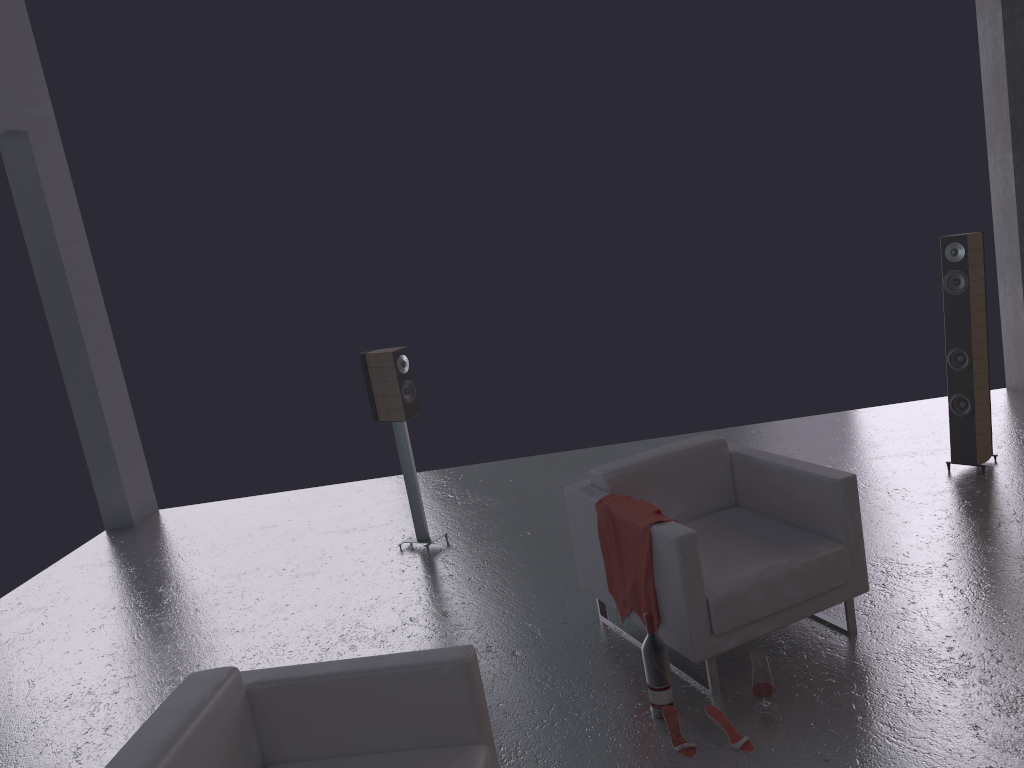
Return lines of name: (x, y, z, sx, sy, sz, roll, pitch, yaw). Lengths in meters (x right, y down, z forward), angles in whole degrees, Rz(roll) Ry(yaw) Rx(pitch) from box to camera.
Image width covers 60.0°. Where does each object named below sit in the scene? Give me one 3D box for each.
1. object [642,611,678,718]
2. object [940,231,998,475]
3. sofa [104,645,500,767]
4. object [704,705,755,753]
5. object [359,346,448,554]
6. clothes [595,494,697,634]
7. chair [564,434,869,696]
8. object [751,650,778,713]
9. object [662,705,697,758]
object: (0.580, 1.118, 3.559, 0.109, 0.435, 0.109, -3, 13, 35)
object: (2.873, -0.209, 5.547, 0.444, 1.473, 0.244, -18, 13, -36)
sofa: (-0.671, 1.465, 1.854, 1.026, 0.824, 2.353, -9, 10, 8)
object: (0.821, 1.295, 3.341, 0.079, 0.087, 0.235, -15, 11, -24)
object: (-0.727, 0.438, 5.920, 0.333, 1.363, 0.243, -2, 13, 38)
clothes: (0.609, 0.816, 3.942, 0.254, 0.604, 0.574, -15, 11, -22)
chair: (0.930, 0.756, 4.148, 0.936, 0.808, 1.026, -14, 11, -21)
object: (0.983, 1.164, 3.485, 0.091, 0.233, 0.091, -3, 13, 35)
object: (0.631, 1.323, 3.377, 0.079, 0.087, 0.235, -13, 11, -14)
